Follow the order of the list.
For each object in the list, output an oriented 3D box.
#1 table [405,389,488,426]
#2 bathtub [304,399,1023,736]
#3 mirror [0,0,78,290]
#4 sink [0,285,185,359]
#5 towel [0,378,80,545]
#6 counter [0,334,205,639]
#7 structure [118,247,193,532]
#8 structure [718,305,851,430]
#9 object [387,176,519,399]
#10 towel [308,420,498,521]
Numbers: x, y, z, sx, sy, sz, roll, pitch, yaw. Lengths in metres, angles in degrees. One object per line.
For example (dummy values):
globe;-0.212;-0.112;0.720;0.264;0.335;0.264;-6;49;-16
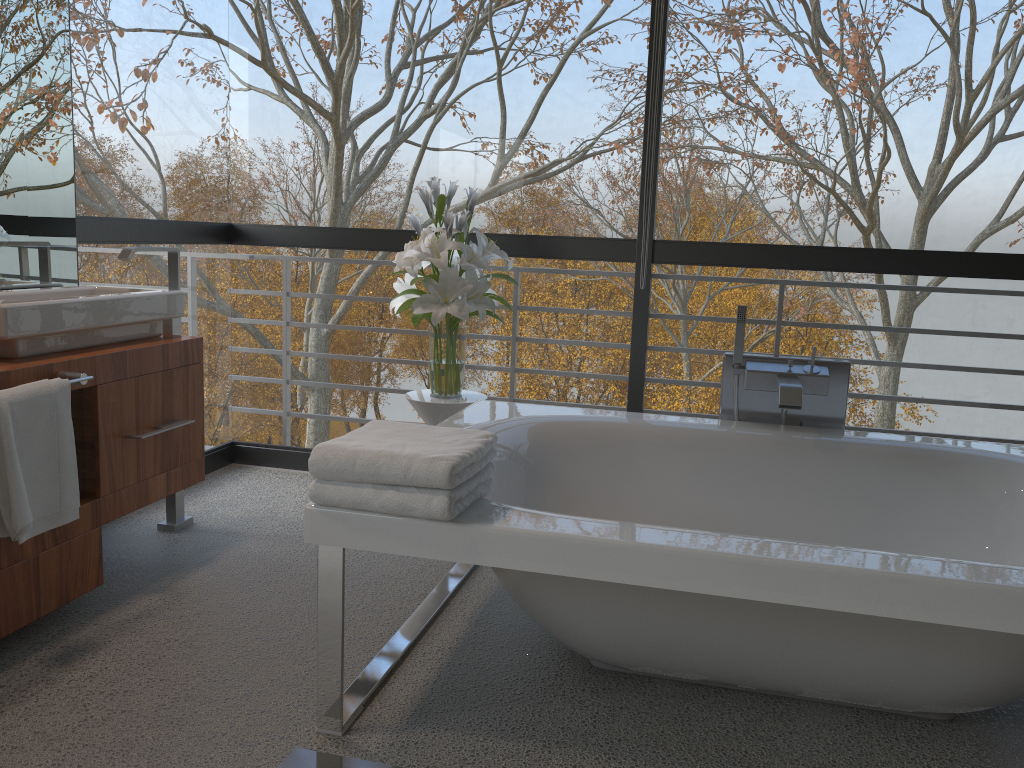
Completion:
table;-0.253;0.280;3.326;0.307;0.478;0.308;2;9;-3
bathtub;0.665;0.474;2.286;1.958;0.503;1.329;4;9;13
mirror;-1.745;-0.850;2.036;0.253;1.615;1.793;4;9;13
sink;-1.320;-0.247;2.562;0.352;0.265;0.751;4;9;13
towel;-1.133;0.182;2.087;0.079;0.368;0.303;4;9;14
counter;-1.419;0.316;2.098;0.525;0.703;1.851;4;9;13
structure;-1.206;0.036;3.004;0.069;0.987;0.303;4;9;13
structure;0.858;0.204;2.830;0.402;0.883;0.330;4;9;13
object;-0.242;-0.349;3.226;0.450;0.795;0.460;10;12;40
towel;-0.222;0.186;1.907;0.322;0.145;0.306;5;10;16
